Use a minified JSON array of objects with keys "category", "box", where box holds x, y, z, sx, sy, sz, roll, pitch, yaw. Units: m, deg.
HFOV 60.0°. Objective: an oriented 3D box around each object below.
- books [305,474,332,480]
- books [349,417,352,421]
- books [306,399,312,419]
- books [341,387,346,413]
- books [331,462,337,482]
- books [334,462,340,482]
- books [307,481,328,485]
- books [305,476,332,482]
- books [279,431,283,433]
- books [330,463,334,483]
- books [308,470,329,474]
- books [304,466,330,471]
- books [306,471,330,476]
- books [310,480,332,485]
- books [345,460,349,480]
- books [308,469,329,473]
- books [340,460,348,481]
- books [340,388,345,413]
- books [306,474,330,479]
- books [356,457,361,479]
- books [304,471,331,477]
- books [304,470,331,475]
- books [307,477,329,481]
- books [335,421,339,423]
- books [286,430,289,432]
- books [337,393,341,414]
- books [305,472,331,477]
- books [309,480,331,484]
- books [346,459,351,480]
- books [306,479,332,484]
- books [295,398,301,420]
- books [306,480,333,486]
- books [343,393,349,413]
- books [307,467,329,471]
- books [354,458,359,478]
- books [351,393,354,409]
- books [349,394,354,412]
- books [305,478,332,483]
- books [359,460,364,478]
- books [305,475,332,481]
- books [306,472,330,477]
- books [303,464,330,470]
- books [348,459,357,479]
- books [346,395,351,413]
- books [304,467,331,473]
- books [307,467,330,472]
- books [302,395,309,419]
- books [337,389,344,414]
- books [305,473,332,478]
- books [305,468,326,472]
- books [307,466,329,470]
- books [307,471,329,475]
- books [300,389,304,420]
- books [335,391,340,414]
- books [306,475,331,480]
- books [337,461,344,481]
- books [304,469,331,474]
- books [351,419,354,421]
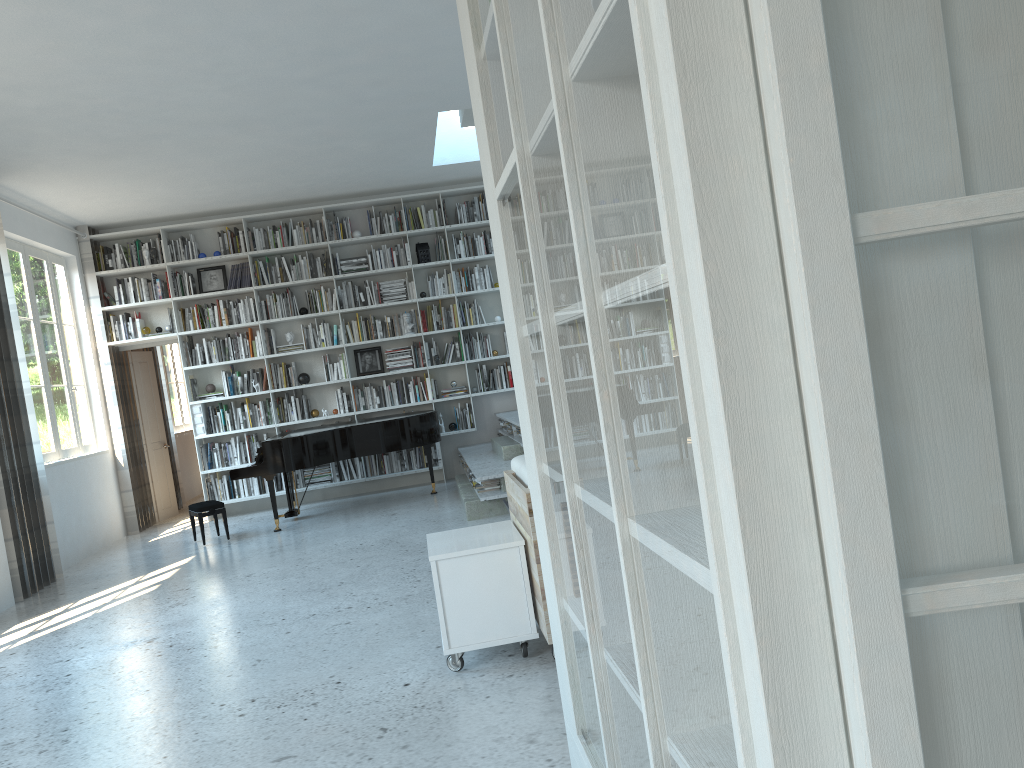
[{"category":"books","box":[-2.103,1.005,9.655,0.285,0.007,0.159,-9,1,-11]},{"category":"books","box":[-1.742,0.521,9.683,0.013,0.320,0.173,-9,2,-6]},{"category":"books","box":[-2.206,0.269,9.636,0.023,0.212,0.160,-9,2,-6]},{"category":"books","box":[-1.836,0.172,9.676,0.014,0.291,0.131,-9,2,-6]},{"category":"books","box":[-1.938,0.932,9.682,0.031,0.266,0.144,-9,2,-6]},{"category":"books","box":[-1.902,0.959,9.674,0.029,0.202,0.178,-9,2,-6]},{"category":"books","box":[-2.097,1.067,9.668,0.254,0.007,0.161,-9,1,-6]},{"category":"books","box":[-2.099,1.032,9.663,0.285,0.007,0.159,-9,1,-4]},{"category":"books","box":[-2.483,0.652,9.616,0.012,0.285,0.159,-9,2,-6]},{"category":"books","box":[-1.957,0.941,9.665,0.012,0.254,0.161,-9,2,-6]},{"category":"books","box":[-2.115,0.952,9.664,0.254,0.006,0.161,-9,1,-6]},{"category":"books","box":[-2.118,0.914,9.663,0.285,0.005,0.159,-9,1,-6]},{"category":"books","box":[-2.113,0.968,9.662,0.254,0.006,0.161,-9,1,-7]},{"category":"books","box":[-2.095,1.073,9.660,0.254,0.007,0.161,-9,1,-2]},{"category":"books","box":[-1.797,0.928,9.684,0.011,0.232,0.174,-9,2,-6]},{"category":"books","box":[-2.113,0.941,9.655,0.254,0.006,0.161,-9,1,-2]},{"category":"books","box":[-1.835,0.923,9.681,0.062,0.253,0.177,-9,2,-6]},{"category":"books","box":[-1.847,0.181,9.679,0.010,0.277,0.155,-9,2,-6]},{"category":"books","box":[-2.105,0.998,9.664,0.254,0.007,0.161,-9,1,-5]},{"category":"books","box":[-1.671,0.895,9.685,0.024,0.260,0.189,-9,2,-6]},{"category":"books","box":[-2.112,0.974,9.660,0.285,0.005,0.159,-9,1,-8]},{"category":"books","box":[-2.114,0.957,9.662,0.285,0.005,0.159,-9,1,-7]},{"category":"books","box":[-2.101,1.025,9.658,0.254,0.007,0.161,-9,1,-10]},{"category":"books","box":[-1.890,0.556,9.690,0.025,0.294,0.134,-9,2,-6]},{"category":"books","box":[-2.413,0.640,9.621,0.013,0.288,0.161,-9,2,-6]},{"category":"books","box":[-1.883,0.212,9.680,0.015,0.225,0.148,-9,2,-6]},{"category":"books","box":[-2.108,0.985,9.666,0.285,0.007,0.159,-9,1,-6]},{"category":"books","box":[-2.098,1.060,9.666,0.254,0.007,0.161,-9,1,-5]},{"category":"books","box":[-1.788,0.905,9.676,0.012,0.275,0.180,-9,2,-6]},{"category":"books","box":[-2.098,1.053,9.659,0.285,0.007,0.159,-9,1,-10]},{"category":"books","box":[-2.309,0.270,9.627,0.028,0.241,0.135,-9,2,-6]},{"category":"books","box":[-2.095,1.080,9.670,0.285,0.007,0.159,-9,1,-6]},{"category":"books","box":[-1.809,0.204,9.671,0.029,0.221,0.153,-9,2,-6]},{"category":"books","box":[-2.117,0.919,9.663,0.254,0.006,0.161,-9,1,-6]},{"category":"books","box":[-1.699,0.899,9.713,0.025,0.259,0.132,-9,2,-6]},{"category":"books","box":[-1.737,0.181,9.712,0.019,0.242,0.107,-9,2,-6]},{"category":"books","box":[-1.752,0.205,9.684,0.024,0.201,0.158,-9,2,-6]},{"category":"books","box":[-2.096,1.046,9.657,0.285,0.007,0.159,-9,1,-1]},{"category":"books","box":[-1.644,0.931,9.706,0.024,0.180,0.171,-9,2,-6]},{"category":"books","box":[-2.101,1.019,9.658,0.285,0.007,0.159,-9,1,-10]},{"category":"books","box":[-2.111,0.979,9.665,0.254,0.006,0.161,-9,1,-6]},{"category":"books","box":[-2.118,0.903,9.651,0.285,0.005,0.159,-9,1,-1]},{"category":"books","box":[-1.747,0.898,9.694,0.073,0.276,0.181,-9,2,-6]},{"category":"books","box":[-1.780,0.212,9.694,0.031,0.195,0.142,-9,2,-6]},{"category":"books","box":[-2.114,0.936,9.657,0.285,0.005,0.159,-9,1,-9]},{"category":"books","box":[-2.114,0.930,9.653,0.254,0.006,0.161,-9,1,-11]},{"category":"books","box":[-2.232,0.249,9.618,0.027,0.261,0.163,-9,2,-6]},{"category":"books","box":[-1.863,0.188,9.663,0.027,0.269,0.159,-9,2,-6]},{"category":"books","box":[-2.106,0.992,9.664,0.285,0.007,0.159,-9,1,-5]},{"category":"books","box":[-2.116,0.925,9.663,0.254,0.006,0.161,-9,1,-6]},{"category":"books","box":[-2.119,0.909,9.660,0.254,0.006,0.161,-9,1,-5]},{"category":"books","box":[-2.114,0.963,9.663,0.285,0.005,0.159,-9,1,-5]},{"category":"books","box":[-2.275,0.221,9.614,0.050,0.328,0.166,-9,2,-6]},{"category":"books","box":[-1.897,0.200,9.670,0.012,0.254,0.161,-9,2,-6]},{"category":"books","box":[-2.103,1.012,9.664,0.254,0.007,0.161,-9,1,-5]},{"category":"books","box":[-1.878,0.937,9.688,0.028,0.238,0.136,-9,2,-6]},{"category":"books","box":[-2.115,0.947,9.655,0.285,0.005,0.159,-9,1,-10]},{"category":"books","box":[-1.724,0.533,9.695,0.021,0.290,0.160,-9,2,-6]}]
